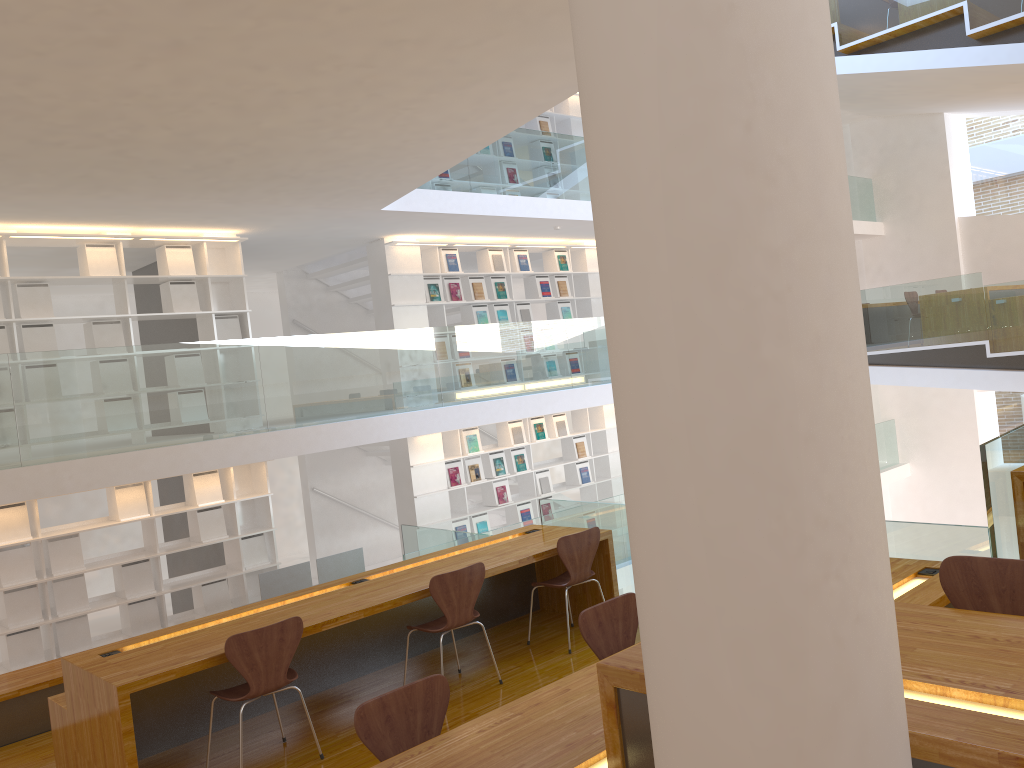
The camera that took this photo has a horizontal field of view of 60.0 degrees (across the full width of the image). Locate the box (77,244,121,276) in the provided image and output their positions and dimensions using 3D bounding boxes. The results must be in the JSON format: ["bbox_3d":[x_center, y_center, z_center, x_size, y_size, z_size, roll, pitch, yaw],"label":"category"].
[{"bbox_3d":[-3.541,-1.041,7.602,0.245,0.296,0.274,-7,1,-43],"label":"box"}]

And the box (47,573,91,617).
[{"bbox_3d":[-3.639,1.712,7.258,0.245,0.296,0.274,-7,1,-43],"label":"box"}]

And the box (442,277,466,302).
[{"bbox_3d":[-0.720,-1.067,10.159,0.245,0.296,0.274,-7,1,-43],"label":"box"}]

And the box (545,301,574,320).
[{"bbox_3d":[0.625,-0.907,11.377,0.245,0.296,0.274,-7,1,-43],"label":"box"}]

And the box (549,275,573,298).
[{"bbox_3d":[0.587,-1.233,11.372,0.245,0.296,0.274,-7,1,-43],"label":"box"}]

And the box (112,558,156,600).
[{"bbox_3d":[-3.249,1.662,7.625,0.245,0.296,0.274,-7,1,-43],"label":"box"}]

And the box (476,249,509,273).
[{"bbox_3d":[-0.234,-1.460,10.630,0.245,0.296,0.274,-7,1,-43],"label":"box"}]

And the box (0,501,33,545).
[{"bbox_3d":[-3.976,1.093,7.003,0.245,0.296,0.274,-7,1,-43],"label":"box"}]

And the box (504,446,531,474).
[{"bbox_3d":[0.033,0.915,10.658,0.245,0.296,0.274,-7,1,-43],"label":"box"}]

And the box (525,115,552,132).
[{"bbox_3d":[0.354,-3.266,11.344,0.245,0.296,0.274,-7,1,-43],"label":"box"}]

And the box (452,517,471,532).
[{"bbox_3d":[-0.620,1.660,9.982,0.245,0.296,0.274,-7,1,-43],"label":"box"}]

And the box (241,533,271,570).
[{"bbox_3d":[-2.470,1.563,8.358,0.245,0.296,0.274,-7,1,-43],"label":"box"}]

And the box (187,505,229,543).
[{"bbox_3d":[-2.780,1.271,8.098,0.245,0.296,0.274,-7,1,-43],"label":"box"}]

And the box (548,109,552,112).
[{"bbox_3d":[0.311,-3.593,11.335,0.245,0.296,0.274,-7,1,-43],"label":"box"}]

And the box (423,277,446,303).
[{"bbox_3d":[-0.932,-1.041,9.943,0.245,0.296,0.274,-7,1,-43],"label":"box"}]

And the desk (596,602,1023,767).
[{"bbox_3d":[1.597,0.843,1.276,0.760,0.606,3.185,-7,1,-43],"label":"desk"}]

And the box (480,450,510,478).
[{"bbox_3d":[-0.218,0.939,10.422,0.245,0.296,0.274,-7,1,-43],"label":"box"}]

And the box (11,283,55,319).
[{"bbox_3d":[-3.911,-0.661,7.226,0.245,0.296,0.274,-7,1,-43],"label":"box"}]

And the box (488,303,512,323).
[{"bbox_3d":[-0.168,-0.805,10.631,0.245,0.296,0.274,-7,1,-43],"label":"box"}]

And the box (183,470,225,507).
[{"bbox_3d":[-2.816,0.945,8.094,0.245,0.296,0.274,-7,1,-43],"label":"box"}]

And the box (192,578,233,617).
[{"bbox_3d":[-2.733,1.928,8.080,0.245,0.296,0.274,-7,1,-43],"label":"box"}]

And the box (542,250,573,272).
[{"bbox_3d":[0.585,-1.565,11.401,0.245,0.296,0.274,-7,1,-43],"label":"box"}]

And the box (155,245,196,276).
[{"bbox_3d":[-3.050,-1.102,8.067,0.245,0.296,0.274,-7,1,-43],"label":"box"}]

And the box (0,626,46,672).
[{"bbox_3d":[-3.871,2.073,7.009,0.245,0.296,0.274,-7,1,-43],"label":"box"}]

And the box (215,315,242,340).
[{"bbox_3d":[-2.704,-0.485,8.331,0.245,0.296,0.274,-7,1,-43],"label":"box"}]

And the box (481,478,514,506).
[{"bbox_3d":[-0.177,1.265,10.430,0.245,0.296,0.274,-7,1,-43],"label":"box"}]

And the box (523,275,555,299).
[{"bbox_3d":[0.340,-1.205,11.140,0.245,0.296,0.274,-7,1,-43],"label":"box"}]

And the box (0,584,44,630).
[{"bbox_3d":[-3.894,1.744,7.018,0.245,0.296,0.274,-7,1,-43],"label":"box"}]

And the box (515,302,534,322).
[{"bbox_3d":[0.100,-0.840,10.883,0.245,0.296,0.274,-7,1,-43],"label":"box"}]

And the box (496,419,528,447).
[{"bbox_3d":[0.001,0.587,10.658,0.245,0.296,0.274,-7,1,-43],"label":"box"}]

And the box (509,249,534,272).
[{"bbox_3d":[0.069,-1.499,10.915,0.245,0.296,0.274,-7,1,-43],"label":"box"}]

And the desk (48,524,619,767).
[{"bbox_3d":[-0.859,1.609,5.273,3.236,0.918,1.285,-7,1,-43],"label":"desk"}]

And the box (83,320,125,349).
[{"bbox_3d":[-3.484,-0.385,7.598,0.245,0.296,0.274,-7,1,-43],"label":"box"}]

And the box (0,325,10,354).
[{"bbox_3d":[-4.129,-0.303,6.991,0.245,0.296,0.274,-7,1,-43],"label":"box"}]

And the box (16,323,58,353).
[{"bbox_3d":[-3.874,-0.336,7.231,0.245,0.296,0.274,-7,1,-43],"label":"box"}]

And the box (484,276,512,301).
[{"bbox_3d":[-0.202,-1.133,10.630,0.245,0.296,0.274,-7,1,-43],"label":"box"}]

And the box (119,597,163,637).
[{"bbox_3d":[-3.201,1.987,7.639,0.245,0.296,0.274,-7,1,-43],"label":"box"}]

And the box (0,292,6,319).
[{"bbox_3d":[-4.174,-0.629,6.979,0.245,0.296,0.274,-7,1,-43],"label":"box"}]

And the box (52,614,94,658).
[{"bbox_3d":[-3.611,2.040,7.254,0.245,0.296,0.274,-7,1,-43],"label":"box"}]

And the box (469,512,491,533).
[{"bbox_3d":[-0.405,1.633,10.184,0.245,0.296,0.274,-7,1,-43],"label":"box"}]

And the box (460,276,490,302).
[{"bbox_3d":[-0.452,-1.101,10.394,0.245,0.296,0.274,-7,1,-43],"label":"box"}]

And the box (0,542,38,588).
[{"bbox_3d":[-3.939,1.419,7.007,0.245,0.296,0.274,-7,1,-43],"label":"box"}]

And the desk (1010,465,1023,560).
[{"bbox_3d":[4.011,0.451,3.603,1.527,0.785,3.243,-7,1,-43],"label":"desk"}]

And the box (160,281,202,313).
[{"bbox_3d":[-3.014,-0.776,8.070,0.245,0.296,0.274,-7,1,-43],"label":"box"}]

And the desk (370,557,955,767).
[{"bbox_3d":[0.784,1.292,3.206,3.185,0.606,0.760,-7,1,-43],"label":"desk"}]

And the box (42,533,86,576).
[{"bbox_3d":[-3.676,1.386,7.254,0.245,0.296,0.274,-7,1,-43],"label":"box"}]

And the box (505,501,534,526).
[{"bbox_3d":[0.105,1.568,10.663,0.245,0.296,0.274,-7,1,-43],"label":"box"}]

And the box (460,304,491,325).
[{"bbox_3d":[-0.413,-0.775,10.400,0.245,0.296,0.274,-7,1,-43],"label":"box"}]

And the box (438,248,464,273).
[{"bbox_3d":[-0.749,-1.395,10.146,0.245,0.296,0.274,-7,1,-43],"label":"box"}]

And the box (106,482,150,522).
[{"bbox_3d":[-3.306,1.006,7.630,0.245,0.296,0.274,-7,1,-43],"label":"box"}]
